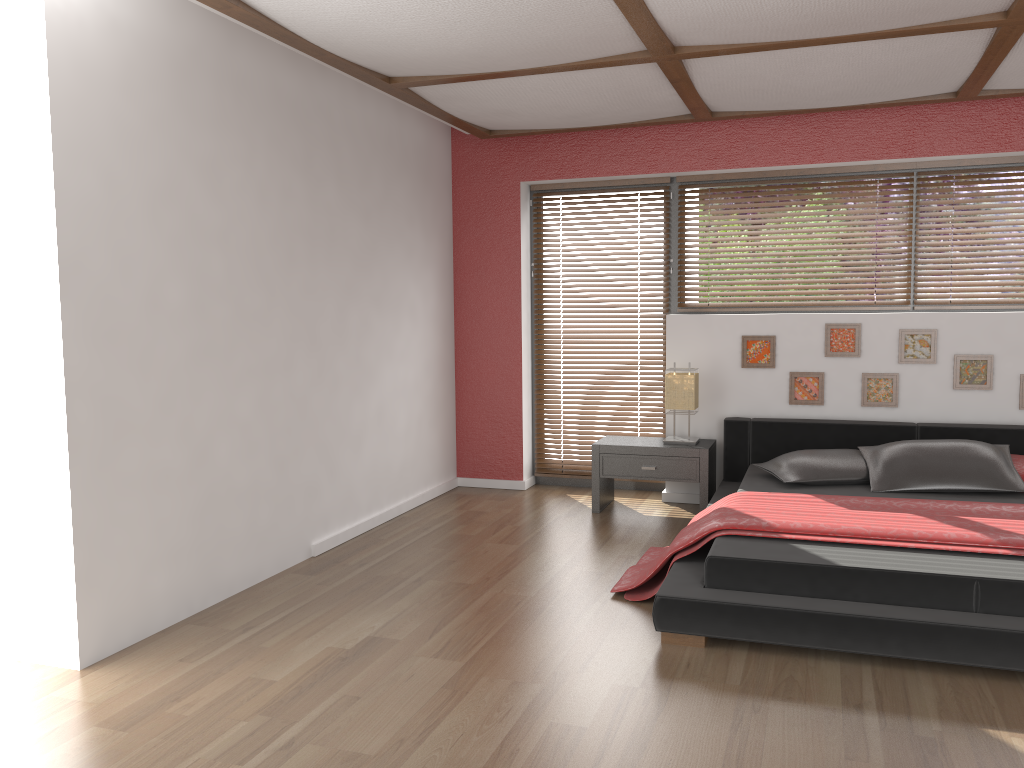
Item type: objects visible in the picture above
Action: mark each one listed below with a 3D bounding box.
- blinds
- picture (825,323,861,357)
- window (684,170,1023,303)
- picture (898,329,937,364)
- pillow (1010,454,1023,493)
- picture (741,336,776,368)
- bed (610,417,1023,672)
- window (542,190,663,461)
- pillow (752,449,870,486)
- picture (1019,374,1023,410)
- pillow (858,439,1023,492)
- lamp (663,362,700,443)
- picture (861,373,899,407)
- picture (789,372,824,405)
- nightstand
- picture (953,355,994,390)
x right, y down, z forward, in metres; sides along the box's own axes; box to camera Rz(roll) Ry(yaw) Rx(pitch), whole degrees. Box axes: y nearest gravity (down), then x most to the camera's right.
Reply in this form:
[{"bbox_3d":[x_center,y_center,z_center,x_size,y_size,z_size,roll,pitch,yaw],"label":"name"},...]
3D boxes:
[{"bbox_3d":[2.439,-0.304,5.414,4.840,1.952,0.032,1,5,19],"label":"blinds"},{"bbox_3d":[1.969,-0.260,5.280,0.200,0.200,0.010,1,5,19],"label":"picture"},{"bbox_3d":[2.459,-0.886,5.429,2.817,0.786,0.020,1,5,19],"label":"window"},{"bbox_3d":[2.355,-0.218,5.148,0.200,0.200,0.010,1,5,19],"label":"picture"},{"bbox_3d":[2.615,0.460,4.556,0.745,0.172,0.418,3,6,38],"label":"pillow"},{"bbox_3d":[1.513,-0.197,5.445,0.200,0.200,0.010,1,5,19],"label":"picture"},{"bbox_3d":[1.818,0.598,4.084,2.469,0.577,2.413,1,5,19],"label":"bed"},{"bbox_3d":[0.622,-0.380,6.119,0.889,1.893,0.020,1,5,19],"label":"window"},{"bbox_3d":[1.737,0.449,4.806,0.745,0.172,0.418,-1,5,-5],"label":"pillow"},{"bbox_3d":[2.954,0.046,4.960,0.200,0.200,0.010,1,5,19],"label":"picture"},{"bbox_3d":[2.192,0.413,4.552,0.744,0.241,0.386,1,5,15],"label":"pillow"},{"bbox_3d":[1.039,0.107,5.421,0.200,0.480,0.200,1,5,19],"label":"lamp"},{"bbox_3d":[2.172,0.036,5.234,0.200,0.200,0.010,1,5,19],"label":"picture"},{"bbox_3d":[1.784,0.028,5.370,0.200,0.200,0.010,1,5,19],"label":"picture"},{"bbox_3d":[0.880,0.568,5.475,0.700,0.423,0.413,1,5,19],"label":"nightstand"},{"bbox_3d":[2.633,-0.067,5.063,0.200,0.200,0.010,1,5,19],"label":"picture"}]
